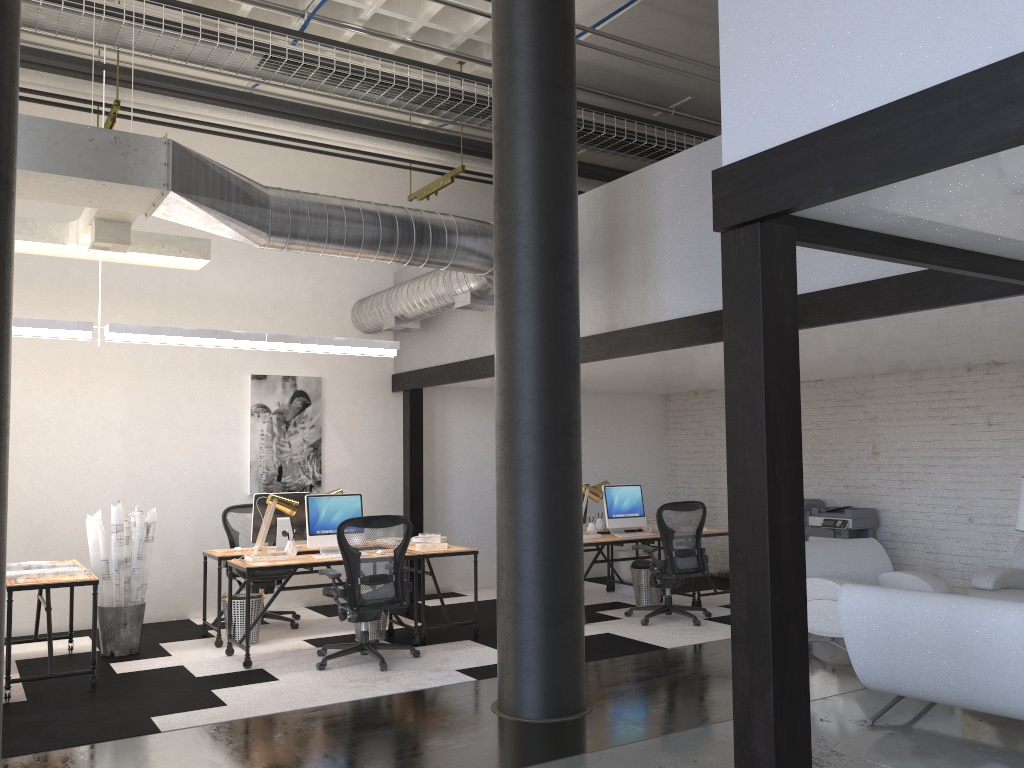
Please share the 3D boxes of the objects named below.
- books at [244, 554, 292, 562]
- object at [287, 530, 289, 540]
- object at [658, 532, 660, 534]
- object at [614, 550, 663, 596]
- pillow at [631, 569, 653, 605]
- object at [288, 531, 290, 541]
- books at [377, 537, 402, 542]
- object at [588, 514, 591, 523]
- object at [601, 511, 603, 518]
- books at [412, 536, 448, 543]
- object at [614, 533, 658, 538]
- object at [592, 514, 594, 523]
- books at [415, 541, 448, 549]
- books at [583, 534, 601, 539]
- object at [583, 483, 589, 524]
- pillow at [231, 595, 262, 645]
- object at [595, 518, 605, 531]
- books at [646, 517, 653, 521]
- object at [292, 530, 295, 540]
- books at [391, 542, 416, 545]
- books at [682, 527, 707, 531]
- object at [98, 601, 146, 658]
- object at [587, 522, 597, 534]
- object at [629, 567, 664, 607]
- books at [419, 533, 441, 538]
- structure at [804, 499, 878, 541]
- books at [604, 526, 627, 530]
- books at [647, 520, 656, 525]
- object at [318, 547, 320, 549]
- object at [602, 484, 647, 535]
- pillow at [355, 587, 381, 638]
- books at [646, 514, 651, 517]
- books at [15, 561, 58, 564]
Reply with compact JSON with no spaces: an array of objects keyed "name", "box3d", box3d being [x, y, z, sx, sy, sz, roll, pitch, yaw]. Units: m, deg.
[{"name":"books","box3d":[-1.873,1.329,6.813,0.309,0.038,0.226,2,-5,-32]},{"name":"object","box3d":[-1.765,1.261,7.027,0.054,0.207,0.008,-2,-4,23]},{"name":"object","box3d":[1.466,1.446,8.631,0.059,0.029,0.106,2,-5,-31]},{"name":"object","box3d":[1.351,2.037,9.526,0.221,0.454,0.544,2,-5,-32]},{"name":"pillow","box3d":[1.312,2.008,8.907,0.239,0.406,0.120,2,-4,-31]},{"name":"object","box3d":[-1.768,1.262,7.039,0.008,0.207,0.054,3,-5,-45]},{"name":"books","box3d":[-1.101,1.442,8.201,0.235,0.024,0.200,-3,-5,31]},{"name":"object","box3d":[0.758,1.356,8.533,0.054,0.207,0.008,-2,-4,23]},{"name":"object","box3d":[0.918,1.401,9.103,0.008,0.207,0.054,3,-5,-45]},{"name":"books","box3d":[-0.703,1.329,7.597,0.257,0.044,0.193,-2,-5,15]},{"name":"object","box3d":[1.185,1.442,8.463,0.439,0.017,0.119,2,-5,-32]},{"name":"object","box3d":[0.777,1.357,8.555,0.008,0.207,0.054,-4,-5,41]},{"name":"books","box3d":[-0.687,1.374,7.572,0.271,0.050,0.200,0,-5,-5]},{"name":"books","box3d":[0.650,1.425,8.320,0.309,0.038,0.226,2,-5,-32]},{"name":"object","box3d":[0.584,1.257,8.987,0.484,0.485,0.190,2,-5,-32]},{"name":"pillow","box3d":[-2.150,1.902,7.154,0.239,0.406,0.120,2,-4,-31]},{"name":"object","box3d":[0.904,1.442,9.104,0.101,0.126,0.101,-2,-4,13]},{"name":"books","box3d":[1.405,1.485,9.809,0.257,0.044,0.193,1,-5,-15]},{"name":"object","box3d":[-1.746,1.262,7.049,0.008,0.207,0.054,-4,-5,41]},{"name":"books","box3d":[-0.953,1.418,7.886,0.205,0.019,0.243,-4,-6,35]},{"name":"books","box3d":[1.859,1.482,9.066,0.235,0.024,0.200,-1,-5,1]},{"name":"object","box3d":[-3.038,1.906,6.888,0.353,0.398,0.353,-2,-4,13]},{"name":"object","box3d":[0.770,1.399,8.539,0.101,0.126,0.101,-2,-4,13]},{"name":"object","box3d":[1.350,1.989,8.839,0.359,0.434,0.353,2,-5,-36]},{"name":"books","box3d":[-0.704,1.296,7.584,0.185,0.030,0.153,0,-5,-4]},{"name":"structure","box3d":[3.234,1.668,8.961,0.503,1.056,1.058,2,-5,-32]},{"name":"books","box3d":[1.025,1.501,9.318,0.309,0.038,0.226,2,-5,-32]},{"name":"books","box3d":[1.430,1.531,9.795,0.271,0.050,0.200,3,-6,-35]},{"name":"object","box3d":[-1.619,1.347,7.598,0.101,0.126,0.101,-2,-4,13]},{"name":"object","box3d":[1.086,1.227,8.679,0.484,0.485,0.190,2,-5,-32]},{"name":"pillow","box3d":[-1.210,1.912,7.401,0.239,0.406,0.120,2,-4,-31]},{"name":"books","box3d":[1.412,1.453,9.797,0.185,0.030,0.153,3,-5,-34]},{"name":"books","box3d":[-3.582,1.347,6.665,0.205,0.019,0.243,-1,-5,5]}]
